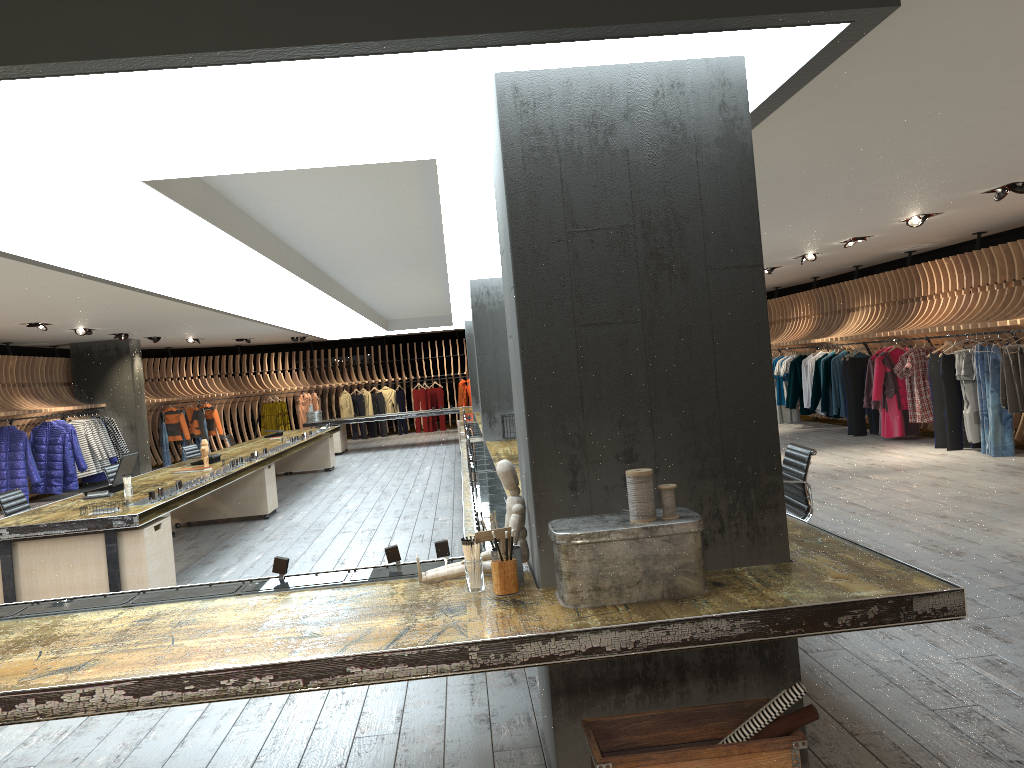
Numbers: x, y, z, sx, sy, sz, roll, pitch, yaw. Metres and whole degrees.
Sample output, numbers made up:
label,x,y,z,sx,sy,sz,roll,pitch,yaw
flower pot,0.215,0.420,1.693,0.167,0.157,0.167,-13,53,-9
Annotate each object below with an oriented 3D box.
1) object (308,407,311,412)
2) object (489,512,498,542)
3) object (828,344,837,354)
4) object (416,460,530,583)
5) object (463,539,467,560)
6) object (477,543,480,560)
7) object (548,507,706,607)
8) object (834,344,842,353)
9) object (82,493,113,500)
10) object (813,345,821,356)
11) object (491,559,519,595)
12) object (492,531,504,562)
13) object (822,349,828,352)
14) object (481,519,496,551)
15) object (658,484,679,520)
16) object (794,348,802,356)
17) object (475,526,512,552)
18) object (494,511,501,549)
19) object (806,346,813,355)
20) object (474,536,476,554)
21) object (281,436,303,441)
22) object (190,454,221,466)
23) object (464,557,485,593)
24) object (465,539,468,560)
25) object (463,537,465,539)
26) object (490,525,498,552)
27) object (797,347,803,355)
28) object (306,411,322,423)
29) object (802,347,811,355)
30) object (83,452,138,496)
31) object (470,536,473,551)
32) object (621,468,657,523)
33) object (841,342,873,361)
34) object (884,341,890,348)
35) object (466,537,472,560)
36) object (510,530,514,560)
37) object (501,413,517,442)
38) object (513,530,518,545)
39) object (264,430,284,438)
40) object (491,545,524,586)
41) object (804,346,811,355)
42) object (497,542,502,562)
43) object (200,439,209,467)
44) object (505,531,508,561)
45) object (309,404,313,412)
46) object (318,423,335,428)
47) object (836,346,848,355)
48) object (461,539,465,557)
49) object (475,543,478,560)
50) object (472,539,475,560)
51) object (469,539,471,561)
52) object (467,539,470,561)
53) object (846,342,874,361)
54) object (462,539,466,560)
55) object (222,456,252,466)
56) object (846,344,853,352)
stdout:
label,x,y,z,sx,sy,sz,roll,pitch,yaw
object,-4.401,0.558,19.277,0.062,0.109,0.062,-5,0,-37
object,-0.047,0.583,3.149,0.012,0.264,0.062,-5,0,39
object,5.362,-0.531,14.826,0.525,0.270,0.012,-5,0,2
object,-0.157,0.516,3.354,0.431,0.429,0.195,-5,0,-8
object,-0.156,0.627,3.104,0.007,0.170,0.030,-5,0,19
object,-0.119,0.623,3.106,0.030,0.170,0.007,-5,0,-10
object,0.378,0.565,2.923,0.498,0.239,0.303,-5,1,-3
object,5.370,-0.530,14.623,0.525,0.270,0.012,-5,0,-3
object,-3.480,0.942,7.455,0.213,0.019,0.219,-5,1,-18
object,5.330,-0.542,15.393,0.525,0.270,0.012,-5,0,2
object,-0.026,0.656,3.045,0.084,0.111,0.083,-5,0,-16
object,-0.034,0.603,3.030,0.054,0.207,0.008,-5,0,-20
object,5.345,-0.540,15.159,0.525,0.270,0.012,-5,0,-3
object,-0.061,0.596,3.163,0.084,0.240,0.009,-5,0,-26
object,0.507,0.381,2.866,0.062,0.109,0.062,-5,0,-33
object,5.267,-0.549,16.332,0.525,0.270,0.012,-5,0,-18
object,-0.062,0.612,3.109,0.138,0.209,0.034,-5,0,-23
object,-0.043,0.579,3.149,0.008,0.267,0.060,-5,0,13
object,5.306,-0.538,15.766,0.525,0.270,0.012,-5,0,2
object,-0.125,0.623,3.133,0.007,0.170,0.030,-5,0,0
object,-3.192,0.806,12.888,0.302,0.071,0.209,-5,1,-9
object,-3.503,0.865,10.151,0.262,0.088,0.373,-5,1,-3
object,-0.132,0.669,3.116,0.061,0.111,0.061,-5,0,-15
object,-0.153,0.626,3.101,0.007,0.170,0.030,-5,0,7
object,-0.153,0.626,3.132,0.030,0.170,0.007,-5,0,10
object,-0.048,0.605,3.158,0.009,0.222,0.082,-5,0,26
object,5.263,-0.535,16.158,0.524,0.284,0.014,-5,0,7
object,-4.329,0.723,19.422,0.303,0.239,0.498,-5,1,-3
object,5.295,-0.540,15.975,0.525,0.270,0.012,-5,0,-3
object,-3.529,0.791,7.812,0.365,0.316,0.373,-5,1,-3
object,-0.134,0.624,3.137,0.007,0.170,0.030,-5,0,-27
object,0.414,0.381,2.965,0.088,0.204,0.262,-5,1,-5
object,5.423,-0.521,13.891,0.525,0.270,0.012,-5,0,22
object,5.471,-0.511,12.924,0.525,0.270,0.012,-5,0,-3
object,-0.144,0.625,3.137,0.030,0.170,0.007,-5,0,36
object,-0.003,0.600,3.041,0.008,0.207,0.054,-5,0,-38
object,0.125,0.457,9.640,0.459,0.289,0.329,-5,0,-6
object,-0.008,0.610,3.155,0.081,0.198,0.050,-5,0,22
object,-3.948,0.820,14.700,0.261,0.111,0.373,-5,1,-3
object,-0.016,0.651,3.165,0.108,0.128,0.108,-5,0,12
object,5.312,-0.541,15.894,0.525,0.270,0.012,-5,0,-3
object,-0.038,0.627,3.075,0.018,0.158,0.011,-5,0,14
object,-3.334,0.753,9.624,0.097,0.300,0.320,-5,0,-20
object,-0.017,0.602,3.028,0.008,0.207,0.054,-5,0,-16
object,-4.304,0.542,19.370,0.262,0.204,0.088,-5,0,-5
object,-3.404,0.772,16.260,0.302,0.074,0.217,-5,1,-9
object,5.395,-0.529,14.513,0.525,0.270,0.012,-5,0,-3
object,-0.159,0.627,3.113,0.030,0.170,0.007,-5,0,-44
object,-0.125,0.624,3.098,0.030,0.170,0.007,-5,0,17
object,-0.135,0.625,3.095,0.030,0.170,0.007,-5,0,44
object,-0.144,0.626,3.095,0.007,0.170,0.030,-5,0,-20
object,-0.149,0.626,3.097,0.007,0.170,0.030,-5,0,-7
object,5.424,-0.518,13.710,0.525,0.270,0.012,-5,0,2
object,-0.158,0.627,3.109,0.007,0.170,0.030,-5,0,34
object,-2.999,0.842,9.675,0.302,0.074,0.217,-5,1,-9
object,5.398,-0.526,14.189,0.525,0.270,0.012,-5,0,7
